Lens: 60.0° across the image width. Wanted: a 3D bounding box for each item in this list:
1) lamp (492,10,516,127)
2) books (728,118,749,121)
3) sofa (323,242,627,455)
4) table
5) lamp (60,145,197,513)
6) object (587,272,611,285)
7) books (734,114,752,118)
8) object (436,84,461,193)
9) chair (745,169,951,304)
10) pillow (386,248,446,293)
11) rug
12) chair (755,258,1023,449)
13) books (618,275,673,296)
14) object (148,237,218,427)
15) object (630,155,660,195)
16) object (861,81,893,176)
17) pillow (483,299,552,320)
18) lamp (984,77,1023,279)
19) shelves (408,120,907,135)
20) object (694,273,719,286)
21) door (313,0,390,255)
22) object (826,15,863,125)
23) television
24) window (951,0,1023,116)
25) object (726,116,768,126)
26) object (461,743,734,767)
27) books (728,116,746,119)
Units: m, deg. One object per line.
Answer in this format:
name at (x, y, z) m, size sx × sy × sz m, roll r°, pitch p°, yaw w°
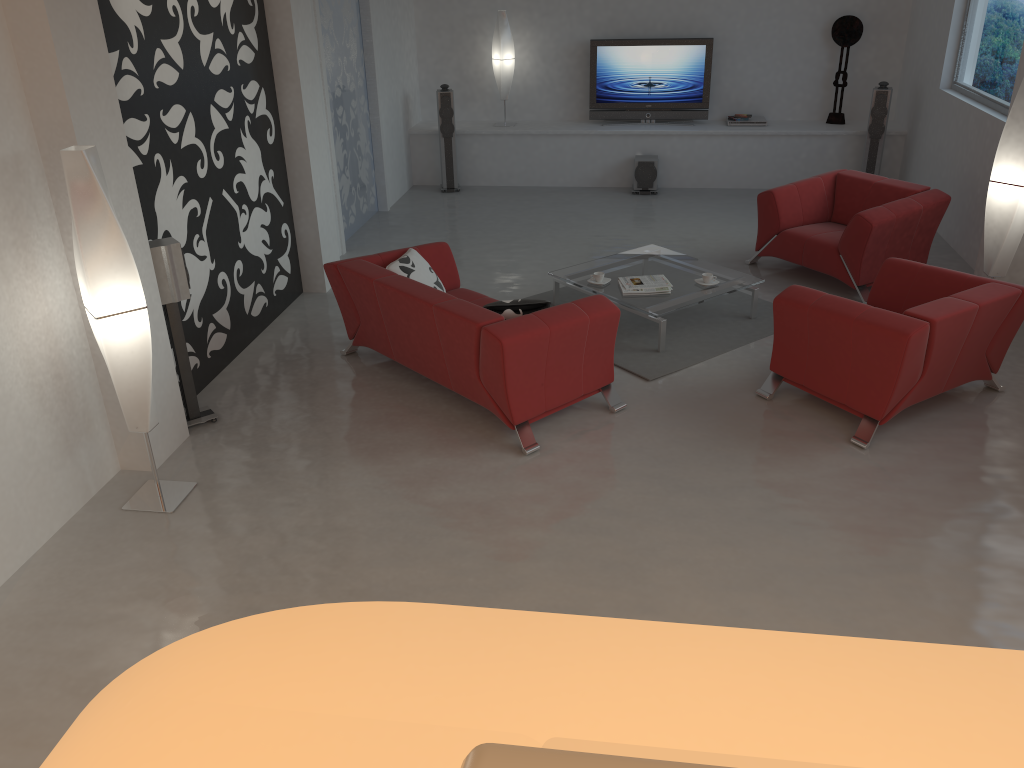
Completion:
lamp at (-0.095, -3.610, 10.172) m, size 0.263 × 1.239 × 0.263 m, roll -1°, pitch 26°, yaw 1°
books at (2.572, -3.017, 10.083) m, size 0.190 × 0.015 × 0.135 m, roll -14°, pitch 29°, yaw -23°
sofa at (-0.281, -0.352, 5.575) m, size 0.951 × 0.738 × 1.929 m, roll -22°, pitch 33°, yaw -36°
table at (1.059, -0.676, 6.658) m, size 1.097 × 0.286 × 1.162 m, roll -19°, pitch 31°, yaw -32°
lamp at (-1.844, -0.216, 4.203) m, size 0.313 × 1.779 × 0.313 m, roll 6°, pitch 27°, yaw 16°
object at (0.637, -0.775, 6.481) m, size 0.153 × 0.069 × 0.153 m, roll 16°, pitch 31°, yaw 32°
books at (2.620, -3.041, 10.061) m, size 0.190 × 0.015 × 0.135 m, roll 7°, pitch 27°, yaw 17°
object at (-0.734, -2.798, 10.091) m, size 0.255 × 1.184 × 0.273 m, roll -4°, pitch 26°, yaw -5°
chair at (2.716, -1.251, 7.240) m, size 0.951 × 0.738 × 1.288 m, roll -16°, pitch 30°, yaw -27°
pillow at (-0.627, -0.673, 5.847) m, size 0.288 × 0.343 × 0.402 m, roll 6°, pitch 27°, yaw 15°
rug at (1.053, -0.542, 6.716) m, size 1.700 × 0.025 × 1.700 m, roll -19°, pitch 31°, yaw -32°
chair at (2.260, -0.267, 5.255) m, size 1.288 × 0.738 × 0.951 m, roll -16°, pitch 30°, yaw -27°
books at (0.958, -0.716, 6.380) m, size 0.367 × 0.035 × 0.345 m, roll -2°, pitch 26°, yaw -1°
object at (-1.914, -0.268, 5.072) m, size 0.229 × 1.112 × 0.214 m, roll -19°, pitch 31°, yaw -32°
object at (1.502, -2.351, 9.970) m, size 0.336 × 0.374 × 0.337 m, roll 2°, pitch 26°, yaw 8°
object at (3.860, -2.599, 9.420) m, size 0.255 × 1.184 × 0.273 m, roll 10°, pitch 28°, yaw 22°
pillow at (0.030, -0.358, 5.166) m, size 0.402 × 0.343 × 0.288 m, roll -1°, pitch 26°, yaw 2°
lamp at (3.304, -1.185, 5.886) m, size 0.313 × 1.779 × 0.313 m, roll -1°, pitch 26°, yaw 1°
shelves at (1.564, -2.946, 10.186) m, size 5.500 × 0.050 × 0.650 m, roll 2°, pitch 26°, yaw 8°
object at (1.409, -0.758, 6.402) m, size 0.153 × 0.069 × 0.153 m, roll -13°, pitch 28°, yaw -22°
door at (-1.591, -2.697, 8.381) m, size 0.240 × 2.550 × 1.600 m, roll 2°, pitch 26°, yaw 8°
object at (3.625, -3.439, 9.732) m, size 0.331 × 1.130 × 0.108 m, roll 15°, pitch 31°, yaw 30°
television at (1.564, -3.432, 10.077) m, size 1.356 × 0.919 × 0.343 m, roll 2°, pitch 26°, yaw 8°
window at (4.044, -3.107, 7.016) m, size 0.100 × 1.800 × 2.400 m, roll 2°, pitch 26°, yaw 8°
object at (2.669, -2.999, 10.106) m, size 0.430 × 0.045 × 0.352 m, roll 2°, pitch 26°, yaw 8°
object at (0.202, 0.393, 0.412) m, size 0.458 × 0.452 × 0.230 m, roll 2°, pitch 26°, yaw 8°
books at (2.571, -3.032, 10.079) m, size 0.190 × 0.015 × 0.135 m, roll -6°, pitch 26°, yaw -10°
